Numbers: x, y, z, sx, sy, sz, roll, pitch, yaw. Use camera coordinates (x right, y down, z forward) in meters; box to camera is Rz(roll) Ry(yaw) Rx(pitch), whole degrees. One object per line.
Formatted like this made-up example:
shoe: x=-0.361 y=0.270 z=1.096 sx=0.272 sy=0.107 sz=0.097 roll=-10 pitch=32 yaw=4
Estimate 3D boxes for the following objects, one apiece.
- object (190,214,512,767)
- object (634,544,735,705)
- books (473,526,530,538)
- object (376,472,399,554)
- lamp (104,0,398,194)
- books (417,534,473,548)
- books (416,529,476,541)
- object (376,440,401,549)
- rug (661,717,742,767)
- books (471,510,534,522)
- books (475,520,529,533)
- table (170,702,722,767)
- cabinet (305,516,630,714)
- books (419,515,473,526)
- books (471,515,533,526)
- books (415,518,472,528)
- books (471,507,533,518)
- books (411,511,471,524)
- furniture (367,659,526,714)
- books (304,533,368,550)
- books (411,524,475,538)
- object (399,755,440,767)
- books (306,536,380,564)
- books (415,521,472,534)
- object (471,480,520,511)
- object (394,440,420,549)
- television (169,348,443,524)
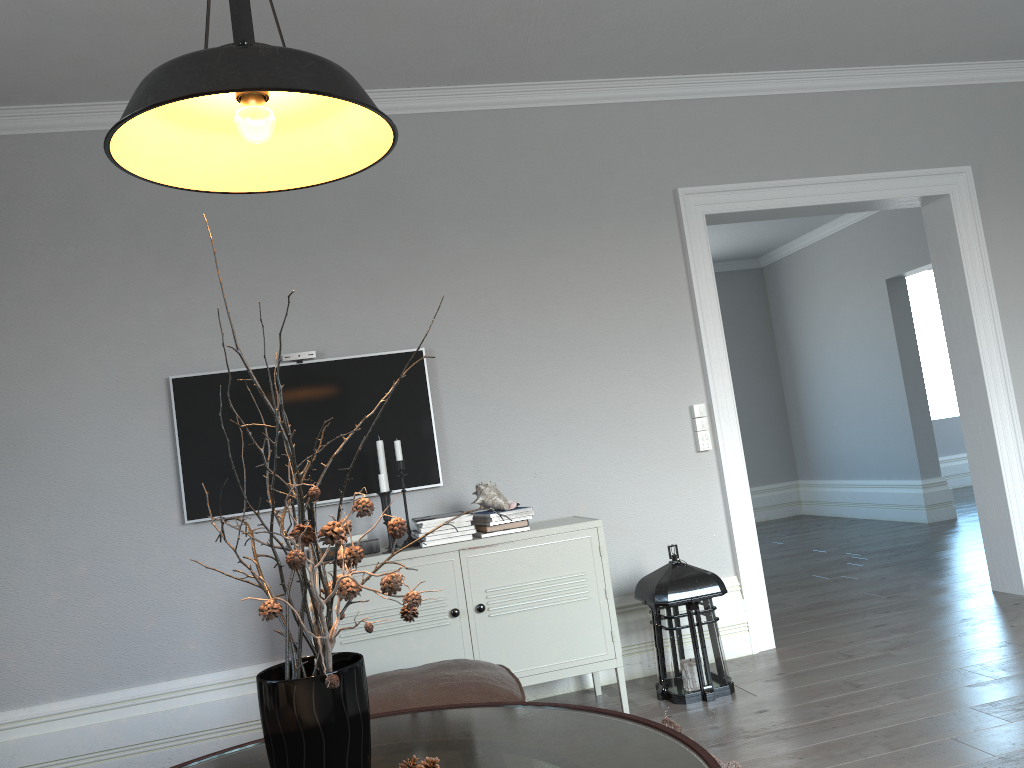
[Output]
object: x=-0.324 y=0.218 z=1.647 sx=0.525 sy=1.066 sz=0.852 roll=-4 pitch=-6 yaw=-42
object: x=0.701 y=0.955 z=3.626 sx=0.323 sy=0.599 sz=0.323 roll=-7 pitch=-5 yaw=-13
books: x=-0.049 y=0.588 z=3.561 sx=0.196 sy=0.014 sz=0.243 roll=-7 pitch=-5 yaw=-13
object: x=-0.481 y=0.491 z=3.405 sx=0.083 sy=0.311 sz=0.082 roll=-5 pitch=-6 yaw=-35
lamp: x=-0.531 y=-0.951 z=1.632 sx=0.503 sy=1.076 sz=0.504 roll=-11 pitch=-6 yaw=34
books: x=-0.271 y=0.612 z=3.515 sx=0.200 sy=0.022 sz=0.271 roll=-7 pitch=-4 yaw=-11
books: x=-0.265 y=0.591 z=3.509 sx=0.200 sy=0.016 sz=0.253 roll=-7 pitch=-5 yaw=-15
object: x=-0.510 y=0.436 z=3.588 sx=0.066 sy=0.457 sz=0.066 roll=-3 pitch=-7 yaw=-45
rug: x=-0.268 y=1.185 z=1.470 sx=2.400 sy=0.090 sz=2.817 roll=-7 pitch=-5 yaw=-12
books: x=-0.043 y=0.530 z=3.568 sx=0.184 sy=0.017 sz=0.235 roll=-6 pitch=-5 yaw=-25
books: x=-0.049 y=0.569 z=3.580 sx=0.175 sy=0.027 sz=0.238 roll=-7 pitch=-5 yaw=-16
table: x=-0.255 y=0.985 z=1.466 sx=1.300 sy=0.503 sz=1.299 roll=-7 pitch=-5 yaw=-20
cabinet: x=-0.187 y=0.991 z=3.490 sx=1.152 sy=0.757 sz=0.408 roll=-7 pitch=-5 yaw=-13
books: x=-0.276 y=0.535 z=3.513 sx=0.196 sy=0.010 sz=0.260 roll=-7 pitch=-5 yaw=-15
books: x=-0.048 y=0.547 z=3.568 sx=0.184 sy=0.014 sz=0.235 roll=-6 pitch=-5 yaw=-24
books: x=-0.275 y=0.545 z=3.517 sx=0.196 sy=0.010 sz=0.265 roll=-7 pitch=-5 yaw=-13
books: x=-0.050 y=0.516 z=3.567 sx=0.184 sy=0.014 sz=0.235 roll=-6 pitch=-5 yaw=-25
books: x=-0.285 y=0.528 z=3.514 sx=0.212 sy=0.008 sz=0.263 roll=-7 pitch=-4 yaw=-12
furniture: x=-0.252 y=1.092 z=2.646 sx=0.574 sy=0.440 sz=0.583 roll=-7 pitch=-5 yaw=-13
books: x=-0.697 y=0.620 z=3.497 sx=0.160 sy=0.024 sz=0.199 roll=-11 pitch=-5 yaw=31
books: x=-0.277 y=0.578 z=3.517 sx=0.222 sy=0.016 sz=0.271 roll=-7 pitch=-5 yaw=-13
object: x=-0.209 y=0.703 z=1.524 sx=0.153 sy=0.067 sz=0.404 roll=-8 pitch=-4 yaw=5
books: x=-0.668 y=0.653 z=3.505 sx=0.276 sy=0.049 sz=0.218 roll=-7 pitch=-5 yaw=-13
books: x=-0.275 y=0.559 z=3.510 sx=0.200 sy=0.019 sz=0.251 roll=-7 pitch=-4 yaw=-11
object: x=-0.069 y=0.448 z=3.576 sx=0.192 sy=0.127 sz=0.194 roll=-7 pitch=-5 yaw=-20
object: x=-0.429 y=0.430 z=3.519 sx=0.092 sy=0.431 sz=0.092 roll=-12 pitch=-6 yaw=36
television: x=-0.862 y=0.191 z=3.765 sx=1.063 sy=0.657 sz=0.041 roll=-7 pitch=-5 yaw=-13
